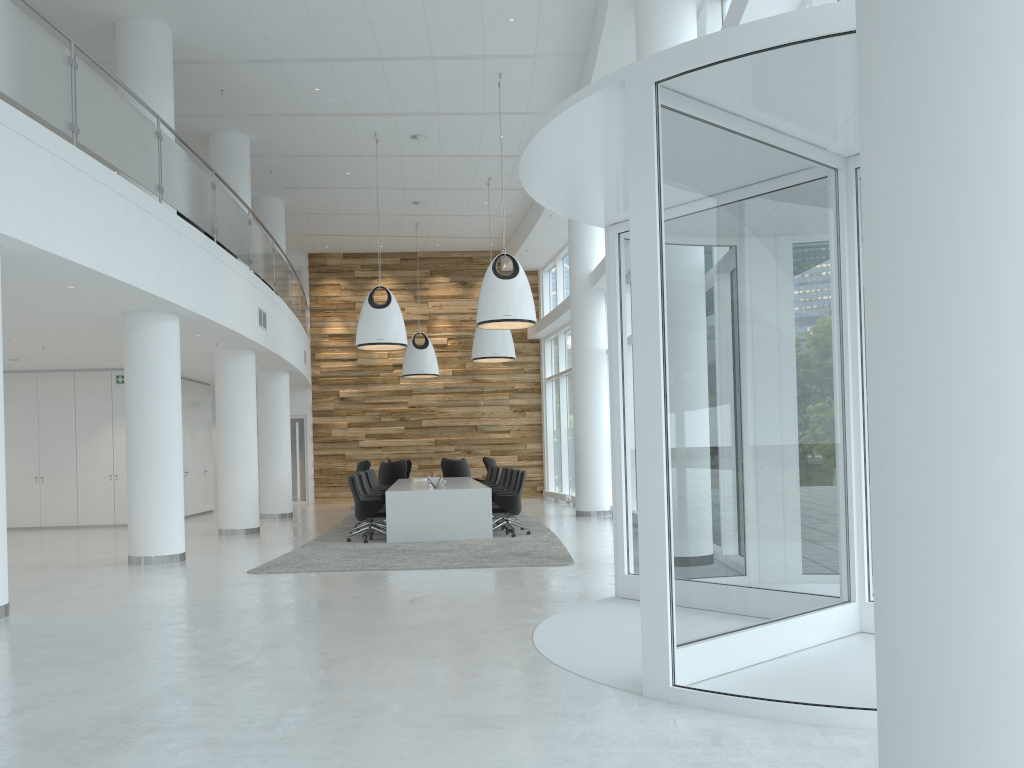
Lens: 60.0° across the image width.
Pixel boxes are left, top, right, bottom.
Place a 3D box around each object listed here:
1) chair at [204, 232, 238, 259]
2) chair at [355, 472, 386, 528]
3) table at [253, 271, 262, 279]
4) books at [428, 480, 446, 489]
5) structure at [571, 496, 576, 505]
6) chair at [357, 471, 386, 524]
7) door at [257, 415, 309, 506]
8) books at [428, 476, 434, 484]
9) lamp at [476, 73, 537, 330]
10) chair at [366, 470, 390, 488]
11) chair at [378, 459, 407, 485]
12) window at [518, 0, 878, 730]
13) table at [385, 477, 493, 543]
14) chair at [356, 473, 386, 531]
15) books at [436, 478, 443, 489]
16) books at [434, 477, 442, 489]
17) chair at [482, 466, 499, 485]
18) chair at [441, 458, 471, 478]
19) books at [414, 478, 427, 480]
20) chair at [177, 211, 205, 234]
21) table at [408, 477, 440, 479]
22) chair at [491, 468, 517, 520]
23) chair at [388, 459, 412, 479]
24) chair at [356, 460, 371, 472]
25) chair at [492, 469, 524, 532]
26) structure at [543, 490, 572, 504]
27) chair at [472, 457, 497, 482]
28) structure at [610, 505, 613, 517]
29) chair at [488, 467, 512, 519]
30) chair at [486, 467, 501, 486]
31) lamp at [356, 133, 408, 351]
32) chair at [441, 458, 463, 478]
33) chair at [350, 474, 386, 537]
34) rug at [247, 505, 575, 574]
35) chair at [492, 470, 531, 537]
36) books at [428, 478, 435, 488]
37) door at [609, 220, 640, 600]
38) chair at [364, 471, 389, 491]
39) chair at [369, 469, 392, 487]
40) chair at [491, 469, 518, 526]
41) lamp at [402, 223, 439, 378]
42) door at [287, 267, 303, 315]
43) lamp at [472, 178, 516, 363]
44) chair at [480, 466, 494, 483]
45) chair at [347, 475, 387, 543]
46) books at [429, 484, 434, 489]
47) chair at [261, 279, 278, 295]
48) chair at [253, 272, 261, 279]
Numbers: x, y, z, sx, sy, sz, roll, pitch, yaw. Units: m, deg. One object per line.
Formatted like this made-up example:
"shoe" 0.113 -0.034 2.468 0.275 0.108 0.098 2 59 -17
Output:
"chair" -4.760 -2.118 13.912 0.913 1.151 0.919 -1 -2 -12
"chair" -2.389 2.004 15.326 0.673 0.965 0.687 -1 -2 -11
"table" -5.032 -1.687 16.777 0.800 0.753 0.800 -3 -3 34
"books" -1.184 1.670 14.125 0.231 0.275 0.598 -2 -4 15
"structure" 1.597 2.562 19.013 0.150 0.213 2.696 -1 -4 -7
"chair" -2.487 2.067 16.106 0.674 0.965 0.686 -2 -2 -1
"door" -6.347 2.043 23.680 1.805 2.399 0.132 -1 0 -3
"books" -1.641 1.998 18.140 0.139 0.223 0.162 -1 -2 -6
"lamp" -0.130 -2.666 12.917 0.885 3.644 0.883 -2 -1 40
"chair" -2.592 2.191 17.683 0.674 0.965 0.687 -1 -2 -6
"chair" -2.535 2.269 19.917 0.914 1.151 0.918 -2 -2 14
"window" -18.816 0.126 18.660 63.001 6.133 30.840 -5 -5 34
"table" -1.353 2.134 15.848 1.500 0.738 6.572 -1 -4 -6
"chair" -2.233 1.944 14.602 0.674 0.965 0.687 -1 -2 -6
"books" -1.325 1.817 16.065 0.158 0.241 0.353 -1 -3 -6
"books" -1.340 1.798 16.044 0.139 0.229 0.357 -1 -3 -6
"chair" -0.544 2.151 17.901 0.674 0.965 0.687 -1 -2 -6
"chair" -1.355 2.243 20.008 0.919 1.151 0.914 -4 -3 44
"books" -1.845 1.918 17.848 0.224 0.026 0.264 -2 -4 4
"chair" -4.699 -2.251 12.203 0.913 1.151 0.919 -1 -2 -15
"table" -2.036 2.558 20.949 0.800 0.695 0.800 -3 -3 19
"chair" -0.253 1.965 15.583 0.674 0.965 0.686 -2 -2 -1
"chair" -2.711 2.427 21.911 0.919 1.151 0.914 -4 -3 44
"chair" -3.199 2.359 20.846 0.917 1.151 0.916 -1 -2 -16
"chair" -0.148 1.841 14.005 0.674 0.965 0.687 -1 -2 -6
"structure" 1.128 2.815 22.139 0.150 0.213 2.696 -1 -4 -10
"chair" -0.793 2.313 21.112 0.917 1.151 0.916 -1 -2 -16
"structure" 1.980 2.251 15.103 0.150 0.213 2.696 -1 -4 -4
"chair" -0.351 2.027 16.362 0.673 0.965 0.687 -1 -2 -11
"chair" -0.507 2.087 17.087 0.674 0.965 0.687 -1 -2 -6
"lamp" -2.266 -2.437 15.123 0.885 3.644 0.883 -2 -1 40
"chair" -1.551 2.404 22.029 0.914 1.151 0.918 -2 -2 14
"chair" -2.196 1.881 13.788 0.674 0.965 0.687 -1 -2 -6
"rug" -1.529 2.533 16.168 3.938 0.010 13.481 -1 -4 -5
"chair" -0.070 1.776 13.195 0.674 0.965 0.686 -2 -2 -1
"books" -1.470 1.850 16.389 0.153 0.238 0.191 -1 -2 -6
"door" 2.246 0.074 5.896 2.996 3.107 3.002 -2 -2 4
"chair" -2.500 2.126 16.869 0.674 0.965 0.687 -1 -2 -6
"chair" -2.669 2.255 18.493 0.674 0.965 0.686 -2 -2 -1
"chair" -0.240 1.906 14.819 0.674 0.965 0.687 -1 -2 -6
"lamp" -2.207 -1.989 20.982 0.885 3.644 0.884 -2 -1 33
"door" -6.456 -1.915 23.710 1.805 2.399 0.132 -1 0 -3
"lamp" -0.416 -2.288 17.739 0.885 3.644 0.883 -2 -1 38
"chair" -0.664 2.221 18.769 0.673 0.965 0.687 -1 -2 -11
"chair" -2.076 1.811 12.919 0.673 0.965 0.687 -1 -2 -11
"books" -1.198 1.643 13.626 0.143 0.226 0.204 -1 -2 -7
"chair" -5.130 -1.820 17.655 0.913 1.151 0.919 -1 -2 -15
"chair" -4.983 -1.955 15.952 0.913 1.151 0.919 -1 -2 -18
